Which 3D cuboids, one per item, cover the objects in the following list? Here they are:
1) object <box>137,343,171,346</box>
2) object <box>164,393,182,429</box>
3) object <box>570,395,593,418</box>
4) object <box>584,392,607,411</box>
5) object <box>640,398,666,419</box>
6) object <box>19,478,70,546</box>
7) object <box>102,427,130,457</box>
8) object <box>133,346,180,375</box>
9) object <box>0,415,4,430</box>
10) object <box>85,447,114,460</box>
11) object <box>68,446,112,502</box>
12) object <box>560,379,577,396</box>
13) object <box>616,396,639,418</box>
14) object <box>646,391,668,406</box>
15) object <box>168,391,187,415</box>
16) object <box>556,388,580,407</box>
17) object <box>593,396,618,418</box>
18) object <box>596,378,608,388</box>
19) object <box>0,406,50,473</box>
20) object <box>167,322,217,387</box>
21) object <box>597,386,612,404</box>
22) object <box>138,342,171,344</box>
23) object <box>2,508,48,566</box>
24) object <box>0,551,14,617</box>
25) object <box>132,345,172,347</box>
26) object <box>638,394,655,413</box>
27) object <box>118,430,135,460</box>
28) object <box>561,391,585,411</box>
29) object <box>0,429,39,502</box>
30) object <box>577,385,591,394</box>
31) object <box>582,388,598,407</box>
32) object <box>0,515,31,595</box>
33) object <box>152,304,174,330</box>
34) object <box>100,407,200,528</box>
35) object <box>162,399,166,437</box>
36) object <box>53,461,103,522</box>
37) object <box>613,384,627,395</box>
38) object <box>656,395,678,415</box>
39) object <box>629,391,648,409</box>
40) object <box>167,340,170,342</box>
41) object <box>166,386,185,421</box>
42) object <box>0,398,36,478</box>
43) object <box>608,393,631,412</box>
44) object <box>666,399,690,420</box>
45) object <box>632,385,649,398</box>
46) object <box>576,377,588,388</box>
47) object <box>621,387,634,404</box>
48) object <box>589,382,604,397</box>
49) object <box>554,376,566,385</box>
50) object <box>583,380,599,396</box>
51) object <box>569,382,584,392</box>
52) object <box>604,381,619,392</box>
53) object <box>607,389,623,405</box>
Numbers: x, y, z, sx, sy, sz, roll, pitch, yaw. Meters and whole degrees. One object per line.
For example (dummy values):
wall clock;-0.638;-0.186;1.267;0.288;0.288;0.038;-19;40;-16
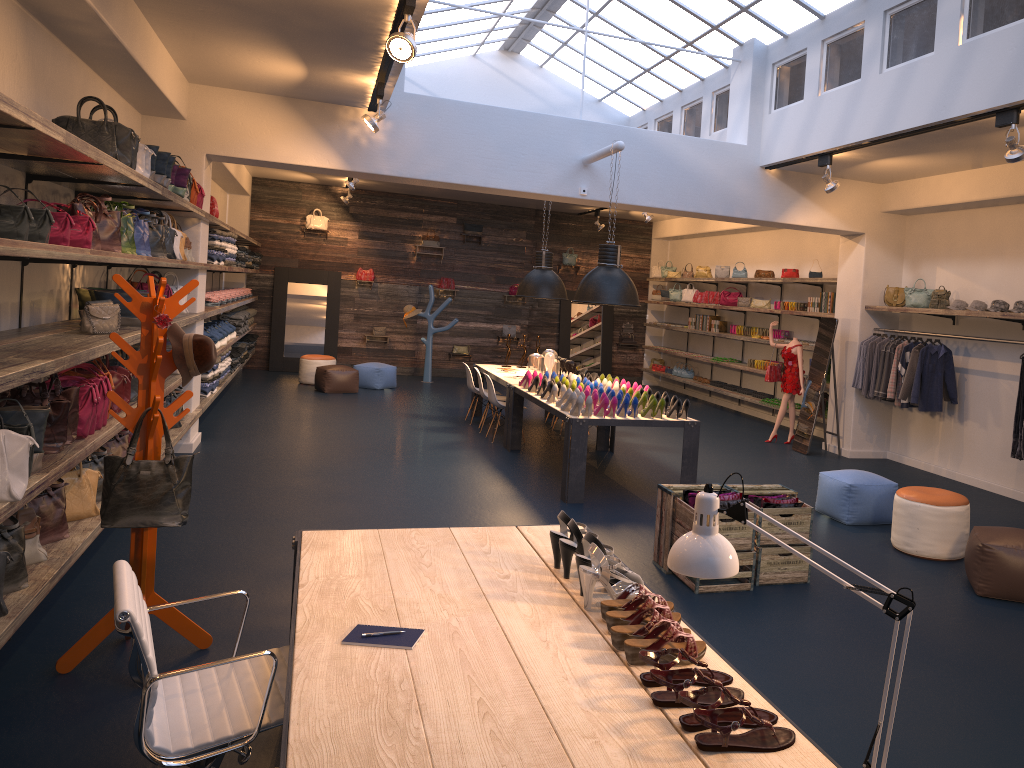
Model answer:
object;-3.142;-0.235;7.568;0.452;0.235;0.164;0;5;-41
object;-2.996;0.192;7.431;0.184;0.385;0.446;5;4;20
object;0.622;0.186;7.665;0.209;0.195;0.234;3;4;-11
object;0.781;0.161;8.022;0.212;0.195;0.231;3;4;-16
object;1.291;0.211;7.919;0.214;0.195;0.228;3;4;-23
object;-2.297;0.612;4.224;0.206;0.338;0.397;5;4;23
object;-2.617;0.435;5.666;0.206;0.338;0.397;5;4;23
object;-2.963;-0.193;7.271;0.451;0.231;0.165;1;4;-35
object;-2.090;0.246;3.406;0.351;0.308;0.150;4;2;-10
object;-2.600;0.464;5.289;0.168;0.366;0.407;5;4;27
object;-2.450;0.519;5.006;0.204;0.338;0.399;6;4;26
object;0.583;0.036;9.057;0.212;0.195;0.231;3;4;-16
object;1.054;0.199;7.855;0.208;0.195;0.236;4;4;-8
object;1.433;0.157;8.531;0.212;0.195;0.231;3;4;-16
object;-3.221;0.121;8.085;0.168;0.366;0.407;5;4;27
object;0.532;0.123;8.199;0.217;0.195;0.225;2;5;-30
object;0.843;0.193;7.757;0.213;0.195;0.230;3;4;-19
object;0.940;0.022;9.457;0.213;0.195;0.229;3;4;-20
object;-2.145;0.231;3.662;0.337;0.284;0.183;4;3;1
object;-1.447;-0.129;3.948;0.189;0.289;0.263;4;4;-8
object;0.892;0.107;8.613;0.212;0.195;0.231;3;4;-16
object;-3.197;-0.257;7.739;0.451;0.235;0.164;1;5;-37
object;-2.281;0.640;3.851;0.168;0.366;0.407;5;4;27
object;-2.072;0.707;3.227;0.183;0.385;0.449;5;4;24
object;-3.058;-0.215;7.412;0.452;0.231;0.164;0;5;-43
object;1.252;0.180;8.178;0.212;0.195;0.231;3;4;-16
object;-2.691;0.364;6.022;0.183;0.385;0.448;5;4;23
object;0.563;0.153;7.931;0.215;0.195;0.227;2;5;-25
object;-1.985;0.239;3.169;0.460;0.385;0.178;1;4;-39
object;0.687;0.100;8.524;0.208;0.195;0.236;4;4;-8
object;0.731;0.130;8.275;0.209;0.195;0.234;3;4;-12
object;-2.123;0.699;3.534;0.204;0.338;0.399;6;4;26
object;-1.514;-0.294;3.766;0.083;0.112;0.061;2;3;-36
object;-1.574;0.368;3.762;0.390;0.523;0.194;4;2;-11
object;-2.918;0.269;7.020;0.206;0.338;0.397;5;4;23
object;-2.383;0.534;4.635;0.183;0.385;0.448;5;4;23
object;1.085;0.084;8.966;0.212;0.195;0.231;3;4;-16
object;1.476;0.189;8.264;0.212;0.195;0.231;3;4;-16
object;1.217;0.152;8.425;0.214;0.195;0.229;3;4;-21
object;-3.293;-0.280;7.880;0.452;0.235;0.164;0;5;-41
object;-3.071;0.176;7.802;0.204;0.338;0.399;6;4;26
object;-2.076;0.226;3.540;0.244;0.328;0.105;3;2;-13
object;1.010;0.167;8.131;0.212;0.195;0.231;3;4;-16
object;1.537;0.221;8.003;0.212;0.195;0.231;3;4;-16
object;1.331;0.095;9.042;0.213;0.195;0.229;3;4;-20
object;0.728;0.011;9.404;0.212;0.195;0.231;3;4;-16
object;1.115;0.118;8.674;0.212;0.195;0.231;3;4;-16
object;0.839;0.072;8.903;0.218;0.195;0.232;3;4;-16
object;0.498;0.002;9.322;0.210;0.195;0.233;3;4;-13
object;0.815;0.044;9.156;0.212;0.195;0.231;3;4;-16
object;0.633;0.069;8.784;0.212;0.195;0.231;3;4;-16
object;1.043;0.053;9.233;0.212;0.195;0.231;3;4;-16
object;0.974;0.138;8.379;0.213;0.195;0.230;3;4;-18
